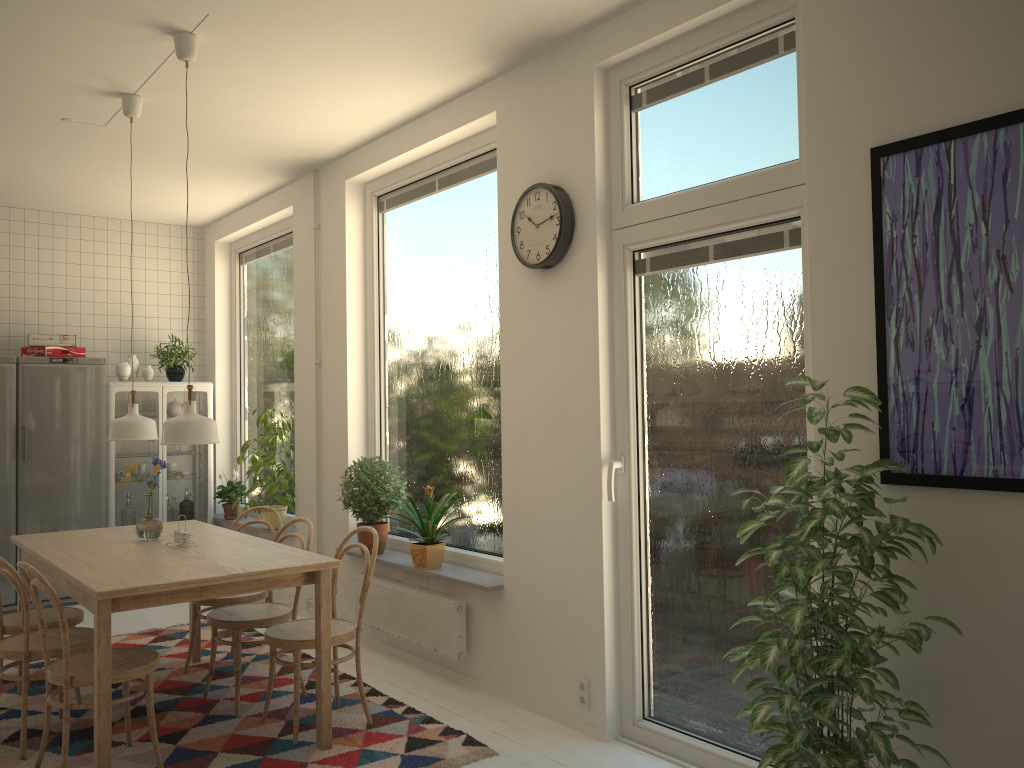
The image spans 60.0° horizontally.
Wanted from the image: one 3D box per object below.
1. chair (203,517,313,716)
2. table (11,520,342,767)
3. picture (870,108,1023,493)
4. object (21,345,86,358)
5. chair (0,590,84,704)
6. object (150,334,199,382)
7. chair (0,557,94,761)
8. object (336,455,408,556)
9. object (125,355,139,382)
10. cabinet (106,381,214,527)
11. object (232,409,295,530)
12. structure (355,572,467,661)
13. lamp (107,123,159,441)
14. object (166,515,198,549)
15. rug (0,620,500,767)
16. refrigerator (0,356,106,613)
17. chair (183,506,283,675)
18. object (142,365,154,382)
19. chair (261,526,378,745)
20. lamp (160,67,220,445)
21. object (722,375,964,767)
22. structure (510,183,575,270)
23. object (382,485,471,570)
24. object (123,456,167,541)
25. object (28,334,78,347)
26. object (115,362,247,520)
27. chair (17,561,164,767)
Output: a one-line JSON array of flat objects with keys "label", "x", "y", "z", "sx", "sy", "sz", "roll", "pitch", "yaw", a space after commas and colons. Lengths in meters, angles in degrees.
[{"label": "chair", "x": -1.181, "y": 1.057, "z": 4.164, "sx": 0.483, "sy": 0.811, "sz": 0.385, "roll": 1, "pitch": -2, "yaw": -40}, {"label": "table", "x": -1.562, "y": 1.095, "z": 3.914, "sx": 0.894, "sy": 0.749, "sz": 1.797, "roll": 0, "pitch": -2, "yaw": -37}, {"label": "picture", "x": 1.249, "y": -0.213, "z": 2.418, "sx": 0.018, "sy": 0.999, "sz": 0.545, "roll": 1, "pitch": -2, "yaw": -37}, {"label": "object", "x": -3.344, "y": -0.226, "z": 6.474, "sx": 0.312, "sy": 0.082, "sz": 0.309, "roll": -2, "pitch": -2, "yaw": 32}, {"label": "chair", "x": -2.234, "y": 1.072, "z": 4.075, "sx": 0.483, "sy": 0.811, "sz": 0.385, "roll": 0, "pitch": -2, "yaw": -35}, {"label": "object", "x": -2.667, "y": -0.203, "z": 6.993, "sx": 0.371, "sy": 0.385, "sz": 0.372, "roll": 0, "pitch": -2, "yaw": -19}, {"label": "chair", "x": -1.950, "y": 1.056, "z": 3.651, "sx": 0.385, "sy": 0.811, "sz": 0.483, "roll": -2, "pitch": -2, "yaw": 35}, {"label": "object", "x": -0.803, "y": 0.687, "z": 5.053, "sx": 0.383, "sy": 0.561, "sz": 0.395, "roll": 1, "pitch": -2, "yaw": -39}, {"label": "object", "x": -2.892, "y": -0.118, "z": 6.748, "sx": 0.102, "sy": 0.206, "sz": 0.102, "roll": -2, "pitch": -2, "yaw": 36}, {"label": "cabinet", "x": -2.770, "y": 0.784, "z": 6.885, "sx": 0.789, "sy": 1.593, "sz": 0.453, "roll": 0, "pitch": -2, "yaw": -37}, {"label": "object", "x": -1.680, "y": 0.590, "z": 6.139, "sx": 0.615, "sy": 0.841, "sz": 0.485, "roll": -2, "pitch": -2, "yaw": 32}, {"label": "structure", "x": -0.535, "y": 1.202, "z": 4.675, "sx": 0.113, "sy": 0.279, "sz": 1.028, "roll": 1, "pitch": -2, "yaw": -37}, {"label": "lamp", "x": -1.840, "y": -0.527, "z": 4.304, "sx": 0.229, "sy": 1.596, "sz": 0.229, "roll": -1, "pitch": -2, "yaw": 8}, {"label": "object", "x": -1.468, "y": 0.651, "z": 3.942, "sx": 0.095, "sy": 0.138, "sz": 0.155, "roll": 0, "pitch": -2, "yaw": -37}, {"label": "rug", "x": -1.643, "y": 1.473, "z": 4.115, "sx": 1.748, "sy": 0.035, "sz": 3.024, "roll": 0, "pitch": -2, "yaw": -37}, {"label": "refrigerator", "x": -3.546, "y": 0.704, "z": 6.283, "sx": 1.146, "sy": 1.778, "sz": 0.559, "roll": 0, "pitch": -2, "yaw": -37}, {"label": "chair", "x": -1.448, "y": 1.075, "z": 4.662, "sx": 0.385, "sy": 0.811, "sz": 0.483, "roll": -2, "pitch": -2, "yaw": 25}, {"label": "object", "x": -2.774, "y": -0.080, "z": 6.757, "sx": 0.082, "sy": 0.126, "sz": 0.082, "roll": -2, "pitch": -2, "yaw": 25}, {"label": "chair", "x": -0.817, "y": 1.041, "z": 3.811, "sx": 0.483, "sy": 0.811, "sz": 0.385, "roll": 0, "pitch": -2, "yaw": -35}, {"label": "lamp", "x": -1.318, "y": -0.554, "z": 3.623, "sx": 0.229, "sy": 1.596, "sz": 0.229, "roll": -1, "pitch": -2, "yaw": -3}, {"label": "object", "x": 0.875, "y": 0.686, "z": 2.415, "sx": 0.568, "sy": 1.424, "sz": 0.513, "roll": -1, "pitch": -2, "yaw": 5}, {"label": "structure", "x": 0.124, "y": -0.684, "z": 3.852, "sx": 0.074, "sy": 0.371, "sz": 0.371, "roll": 1, "pitch": -2, "yaw": -38}, {"label": "object", "x": -0.437, "y": 0.735, "z": 4.559, "sx": 0.417, "sy": 0.425, "sz": 0.487, "roll": 0, "pitch": -2, "yaw": -31}, {"label": "object", "x": -1.693, "y": 0.535, "z": 4.146, "sx": 0.206, "sy": 0.389, "sz": 0.144, "roll": -1, "pitch": -2, "yaw": 15}, {"label": "object", "x": -3.349, "y": -0.308, "z": 6.478, "sx": 0.312, "sy": 0.082, "sz": 0.308, "roll": 0, "pitch": -2, "yaw": -25}, {"label": "object", "x": -2.483, "y": 0.436, "z": 6.697, "sx": 0.943, "sy": 1.208, "sz": 0.261, "roll": 0, "pitch": -2, "yaw": -22}, {"label": "chair", "x": -1.571, "y": 1.040, "z": 3.308, "sx": 0.483, "sy": 0.811, "sz": 0.385, "roll": 1, "pitch": -2, "yaw": -40}]
